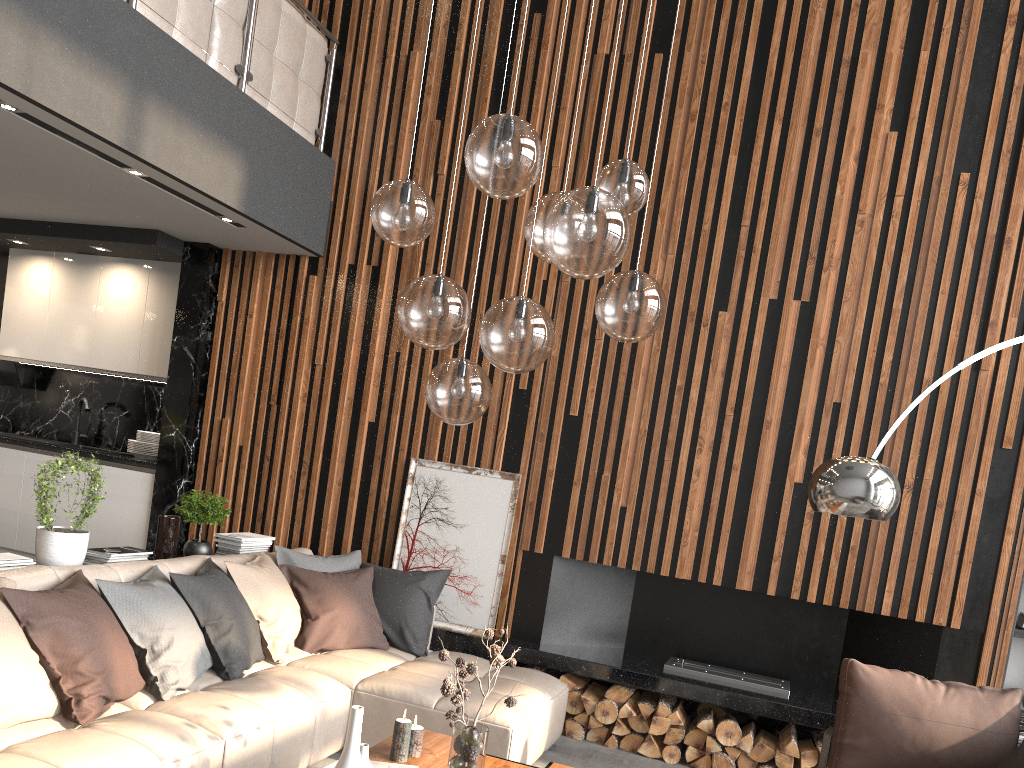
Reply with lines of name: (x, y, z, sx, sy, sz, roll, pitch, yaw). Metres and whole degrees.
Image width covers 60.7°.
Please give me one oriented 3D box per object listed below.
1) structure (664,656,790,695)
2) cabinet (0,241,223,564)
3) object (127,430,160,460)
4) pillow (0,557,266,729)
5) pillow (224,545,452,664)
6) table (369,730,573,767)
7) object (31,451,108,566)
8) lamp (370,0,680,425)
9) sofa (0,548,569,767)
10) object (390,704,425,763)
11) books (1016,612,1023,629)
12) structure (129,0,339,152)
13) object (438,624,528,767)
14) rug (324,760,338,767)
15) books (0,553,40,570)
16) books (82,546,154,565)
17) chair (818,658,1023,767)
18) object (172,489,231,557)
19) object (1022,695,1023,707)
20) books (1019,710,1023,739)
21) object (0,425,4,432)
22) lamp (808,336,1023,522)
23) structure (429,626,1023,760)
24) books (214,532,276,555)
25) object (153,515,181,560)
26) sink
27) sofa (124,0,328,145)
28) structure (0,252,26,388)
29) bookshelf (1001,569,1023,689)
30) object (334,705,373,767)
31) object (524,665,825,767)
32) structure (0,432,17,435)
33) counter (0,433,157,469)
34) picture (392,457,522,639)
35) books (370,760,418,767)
structure: (1.264, 1.729, 5.151, 0.705, 0.103, 0.302, 7, -5, 18)
cabinet: (-4.452, -0.308, 5.328, 6.152, 3.266, 3.644, 8, -2, 18)
object: (-2.667, 0.453, 6.448, 0.302, 0.196, 0.303, 8, -3, 21)
pillow: (-1.533, 1.006, 3.503, 0.538, 0.499, 1.958, 8, -5, 18)
pillow: (-1.011, 1.216, 4.793, 1.401, 0.550, 0.752, 12, -4, -41)
table: (-0.254, 1.556, 2.842, 0.890, 0.356, 1.466, 7, -5, 18)
object: (-2.007, 0.579, 3.934, 0.216, 0.579, 0.383, 9, 1, -1)
lamp: (0.343, -2.342, 2.615, 1.223, 5.029, 1.228, 9, 3, 15)
sofa: (-0.992, 1.293, 3.730, 1.860, 0.821, 3.273, 7, -5, 18)
object: (-0.385, 1.294, 3.268, 0.076, 0.212, 0.154, 10, 1, 29)
books: (2.896, 1.298, 4.691, 0.320, 0.078, 0.221, 7, -5, 17)
structure: (-3.362, -2.285, 4.066, 3.348, 0.743, 4.260, 7, -5, 18)
object: (-0.129, 1.110, 2.993, 0.319, 0.606, 0.539, 8, 0, -11)
rug: (-0.410, 1.709, 2.861, 1.595, 0.020, 2.319, 7, -6, 18)
books: (-2.154, 0.772, 3.655, 0.192, 0.100, 0.351, 7, -5, 18)
books: (-1.950, 0.857, 4.277, 0.203, 0.099, 0.328, 7, -5, 18)
chair: (1.714, 1.616, 3.216, 1.426, 0.904, 1.499, 6, -4, 45)
object: (-1.731, 0.791, 4.856, 0.312, 0.411, 0.268, 8, 1, -22)
object: (2.836, 1.726, 4.739, 0.134, 0.133, 0.135, 9, -1, -2)
books: (2.820, 1.856, 4.751, 0.335, 0.128, 0.221, 7, -3, 17)
object: (-4.160, 0.329, 6.878, 0.232, 0.060, 0.352, 9, -5, -3)
lamp: (2.035, 0.953, 3.338, 2.037, 2.351, 0.316, 9, 4, -6)
structure: (0.801, 1.894, 5.234, 6.478, 0.462, 0.672, 7, -3, 18)
books: (-1.595, 0.975, 5.208, 0.198, 0.151, 0.335, 8, -4, 19)
object: (-1.817, 0.826, 4.610, 0.108, 0.269, 0.109, 10, 3, 24)
sink: (-3.370, 0.350, 6.582, 1.103, 0.551, 0.501, 7, -1, 18)
sofa: (-2.582, -2.105, 4.876, 2.268, 0.785, 2.297, 7, -5, 18)
structure: (-4.171, -0.536, 6.914, 0.732, 1.038, 0.414, 9, 2, 18)
bookshelf: (3.661, -0.664, 4.436, 1.448, 5.350, 0.337, 10, 4, 17)
object: (-0.438, 1.122, 2.563, 0.315, 0.400, 0.319, 9, 0, 37)
object: (1.858, 2.070, 4.716, 4.004, 0.394, 0.438, 7, -2, 19)
structure: (-4.335, 0.338, 6.876, 0.595, 0.060, 0.514, 7, -6, 18)
counter: (-3.934, 0.407, 6.748, 3.428, 0.040, 0.616, 7, -6, 18)
picture: (-0.368, 0.990, 5.344, 0.723, 1.005, 0.101, 9, 4, 17)
books: (-0.434, 1.344, 2.970, 0.232, 0.040, 0.343, 9, -5, -4)
